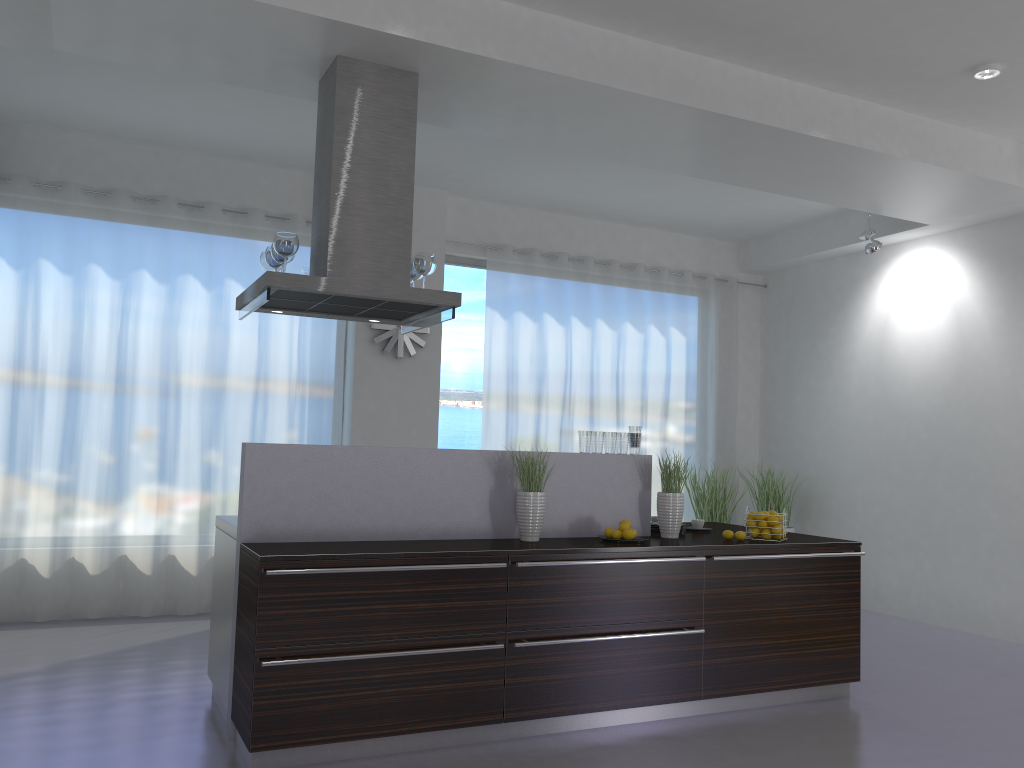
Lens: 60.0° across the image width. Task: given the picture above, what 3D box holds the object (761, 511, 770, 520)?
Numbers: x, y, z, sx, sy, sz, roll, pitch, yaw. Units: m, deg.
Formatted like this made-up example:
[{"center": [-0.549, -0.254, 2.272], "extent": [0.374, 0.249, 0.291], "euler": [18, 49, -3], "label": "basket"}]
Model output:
[{"center": [1.407, 0.733, 4.939], "extent": [0.051, 0.053, 0.063], "euler": [4, -5, -24], "label": "object"}]

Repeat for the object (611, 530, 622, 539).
[{"center": [0.541, 0.775, 4.553], "extent": [0.063, 0.051, 0.053], "euler": [4, -5, -22], "label": "object"}]

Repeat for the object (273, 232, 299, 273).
[{"center": [-1.105, -0.622, 4.325], "extent": [0.125, 0.221, 0.125], "euler": [2, -4, -1], "label": "object"}]

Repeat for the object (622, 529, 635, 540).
[{"center": [0.594, 0.770, 4.528], "extent": [0.070, 0.058, 0.060], "euler": [4, -5, -27], "label": "object"}]

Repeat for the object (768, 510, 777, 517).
[{"center": [1.466, 0.740, 4.988], "extent": [0.050, 0.060, 0.059], "euler": [4, -5, -26], "label": "object"}]

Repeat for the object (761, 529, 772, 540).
[{"center": [1.401, 0.828, 4.881], "extent": [0.064, 0.063, 0.074], "euler": [2, -4, -5], "label": "object"}]

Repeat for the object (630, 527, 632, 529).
[{"center": [0.609, 0.776, 4.644], "extent": [0.051, 0.053, 0.063], "euler": [1, -4, 14], "label": "object"}]

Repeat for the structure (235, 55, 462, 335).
[{"center": [-0.883, -0.958, 4.782], "extent": [0.981, 1.231, 0.915], "euler": [4, -5, -26], "label": "structure"}]

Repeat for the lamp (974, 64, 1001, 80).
[{"center": [2.640, -1.736, 4.926], "extent": [0.132, 0.035, 0.132], "euler": [-1, -5, 37], "label": "lamp"}]

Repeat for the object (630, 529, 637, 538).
[{"center": [0.619, 0.776, 4.587], "extent": [0.052, 0.054, 0.061], "euler": [-2, -6, 41], "label": "object"}]

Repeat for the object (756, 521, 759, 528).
[{"center": [1.374, 0.777, 4.946], "extent": [0.064, 0.053, 0.051], "euler": [4, -5, -23], "label": "object"}]

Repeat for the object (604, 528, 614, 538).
[{"center": [0.509, 0.773, 4.600], "extent": [0.061, 0.054, 0.052], "euler": [0, -4, 21], "label": "object"}]

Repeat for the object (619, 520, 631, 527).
[{"center": [0.591, 0.733, 4.627], "extent": [0.063, 0.048, 0.053], "euler": [-1, -5, 30], "label": "object"}]

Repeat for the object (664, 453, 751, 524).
[{"center": [1.845, 1.295, 8.087], "extent": [0.713, 1.334, 0.656], "euler": [4, -5, -26], "label": "object"}]

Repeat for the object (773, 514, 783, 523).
[{"center": [1.475, 0.748, 4.921], "extent": [0.051, 0.053, 0.063], "euler": [3, -4, -13], "label": "object"}]

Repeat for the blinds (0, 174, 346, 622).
[{"center": [-2.816, 0.130, 6.479], "extent": [3.245, 3.112, 0.120], "euler": [4, -5, -26], "label": "blinds"}]

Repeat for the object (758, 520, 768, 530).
[{"center": [1.384, 0.777, 4.890], "extent": [0.052, 0.053, 0.062], "euler": [-1, -5, 36], "label": "object"}]

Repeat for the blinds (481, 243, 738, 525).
[{"center": [1.017, 0.388, 8.335], "extent": [2.830, 3.112, 0.120], "euler": [4, -5, -26], "label": "blinds"}]

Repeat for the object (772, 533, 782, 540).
[{"center": [1.458, 0.832, 4.885], "extent": [0.051, 0.053, 0.063], "euler": [3, -4, -18], "label": "object"}]

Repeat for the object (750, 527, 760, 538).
[{"center": [1.343, 0.822, 4.901], "extent": [0.060, 0.057, 0.052], "euler": [4, -5, -24], "label": "object"}]

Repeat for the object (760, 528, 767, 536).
[{"center": [1.401, 0.825, 4.925], "extent": [0.057, 0.060, 0.052], "euler": [3, -4, -20], "label": "object"}]

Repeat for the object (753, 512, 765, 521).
[{"center": [1.365, 0.732, 4.897], "extent": [0.063, 0.051, 0.053], "euler": [0, -4, 22], "label": "object"}]

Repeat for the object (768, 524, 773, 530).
[{"center": [1.446, 0.794, 4.919], "extent": [0.051, 0.053, 0.062], "euler": [3, -4, -18], "label": "object"}]

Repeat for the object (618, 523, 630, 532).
[{"center": [0.580, 0.740, 4.574], "extent": [0.061, 0.047, 0.053], "euler": [4, -5, -23], "label": "object"}]

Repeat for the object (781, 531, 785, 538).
[{"center": [1.503, 0.838, 4.960], "extent": [0.053, 0.052, 0.062], "euler": [1, -4, 13], "label": "object"}]

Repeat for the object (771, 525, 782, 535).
[{"center": [1.446, 0.800, 4.849], "extent": [0.052, 0.054, 0.061], "euler": [-2, -6, 41], "label": "object"}]

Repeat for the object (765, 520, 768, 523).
[{"center": [1.428, 0.768, 4.974], "extent": [0.055, 0.051, 0.061], "euler": [4, -5, -31], "label": "object"}]

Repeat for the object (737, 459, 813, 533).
[{"center": [2.424, 1.337, 8.403], "extent": [0.656, 1.334, 0.713], "euler": [5, -6, -41], "label": "object"}]

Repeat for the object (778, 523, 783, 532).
[{"center": [1.476, 0.798, 4.912], "extent": [0.051, 0.055, 0.061], "euler": [-2, -6, 43], "label": "object"}]

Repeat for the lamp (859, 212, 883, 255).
[{"center": [2.944, -1.314, 7.279], "extent": [0.185, 0.511, 0.150], "euler": [4, -5, -26], "label": "lamp"}]

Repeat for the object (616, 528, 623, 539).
[{"center": [0.567, 0.777, 4.612], "extent": [0.057, 0.060, 0.071], "euler": [4, -5, -24], "label": "object"}]

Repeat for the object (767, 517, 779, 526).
[{"center": [1.436, 0.756, 4.876], "extent": [0.061, 0.052, 0.053], "euler": [3, -4, -13], "label": "object"}]

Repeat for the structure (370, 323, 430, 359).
[{"center": [-0.918, -0.460, 7.312], "extent": [0.505, 0.505, 0.076], "euler": [4, -5, -26], "label": "structure"}]
